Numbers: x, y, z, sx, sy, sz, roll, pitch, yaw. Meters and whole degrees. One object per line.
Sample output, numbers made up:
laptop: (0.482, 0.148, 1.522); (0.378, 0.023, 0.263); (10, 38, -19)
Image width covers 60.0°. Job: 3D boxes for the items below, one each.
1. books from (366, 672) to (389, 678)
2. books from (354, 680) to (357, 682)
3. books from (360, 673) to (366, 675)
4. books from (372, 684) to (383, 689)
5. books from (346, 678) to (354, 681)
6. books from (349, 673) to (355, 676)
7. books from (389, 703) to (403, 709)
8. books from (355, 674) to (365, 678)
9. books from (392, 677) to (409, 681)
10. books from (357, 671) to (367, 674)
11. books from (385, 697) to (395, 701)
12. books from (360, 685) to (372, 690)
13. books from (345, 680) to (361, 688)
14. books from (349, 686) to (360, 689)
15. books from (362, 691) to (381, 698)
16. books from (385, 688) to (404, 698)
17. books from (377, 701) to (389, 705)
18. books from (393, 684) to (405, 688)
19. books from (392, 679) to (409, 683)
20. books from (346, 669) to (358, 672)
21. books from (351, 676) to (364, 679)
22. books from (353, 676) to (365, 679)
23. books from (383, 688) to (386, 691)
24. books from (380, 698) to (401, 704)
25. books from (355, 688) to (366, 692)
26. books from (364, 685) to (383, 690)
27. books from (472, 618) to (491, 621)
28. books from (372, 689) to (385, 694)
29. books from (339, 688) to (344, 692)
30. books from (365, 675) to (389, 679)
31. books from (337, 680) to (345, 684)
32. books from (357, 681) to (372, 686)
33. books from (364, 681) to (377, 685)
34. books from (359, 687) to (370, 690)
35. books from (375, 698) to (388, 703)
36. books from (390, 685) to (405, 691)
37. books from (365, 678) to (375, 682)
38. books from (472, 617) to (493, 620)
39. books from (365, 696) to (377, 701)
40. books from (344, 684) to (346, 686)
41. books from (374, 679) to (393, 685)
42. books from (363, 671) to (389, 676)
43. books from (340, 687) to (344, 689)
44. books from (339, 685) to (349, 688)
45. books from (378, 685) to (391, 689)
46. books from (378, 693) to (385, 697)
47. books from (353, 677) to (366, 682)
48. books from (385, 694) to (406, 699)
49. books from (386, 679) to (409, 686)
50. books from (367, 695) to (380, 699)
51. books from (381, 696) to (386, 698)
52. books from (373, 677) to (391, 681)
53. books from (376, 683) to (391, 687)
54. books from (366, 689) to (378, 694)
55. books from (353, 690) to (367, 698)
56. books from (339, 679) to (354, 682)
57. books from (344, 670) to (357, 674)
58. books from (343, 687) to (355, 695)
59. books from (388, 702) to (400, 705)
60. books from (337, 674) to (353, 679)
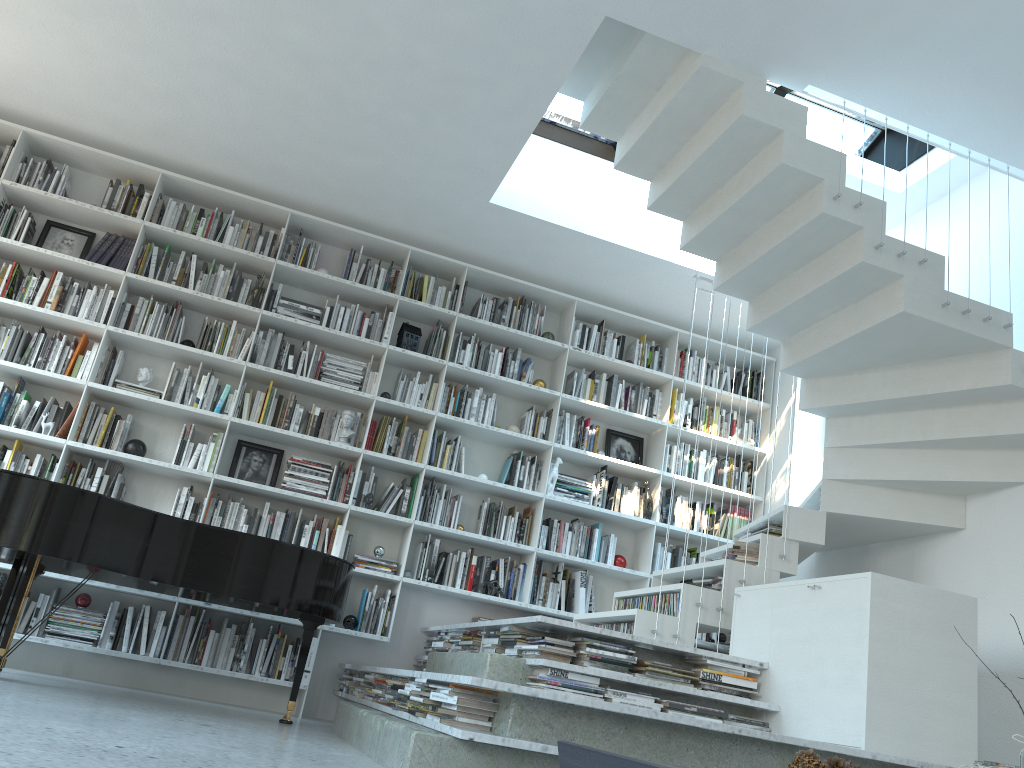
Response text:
books: (-0.643, 1.509, 4.567); (0.174, 0.011, 0.228); (16, -20, -15)
books: (-0.829, 1.725, 5.122); (0.143, 0.019, 0.231); (15, -20, -13)
books: (-0.738, 1.603, 4.850); (0.159, 0.006, 0.286); (15, -20, -12)
books: (-0.638, 1.561, 4.554); (0.140, 0.013, 0.181); (14, -20, -11)
books: (-0.919, 1.807, 5.389); (0.136, 0.013, 0.259); (16, -20, -16)
books: (-0.911, 1.782, 5.399); (0.133, 0.017, 0.232); (15, -20, -13)
books: (-0.462, 1.451, 3.965); (0.142, 0.012, 0.292); (14, -20, -10)
books: (-0.821, 1.698, 5.133); (0.135, 0.014, 0.298); (15, -20, -13)
books: (-0.443, 1.343, 4.002); (0.160, 0.008, 0.239); (15, -20, -13)
books: (-0.822, 1.682, 5.137); (0.137, 0.018, 0.201); (14, -20, -10)
books: (-0.460, 1.426, 3.973); (0.147, 0.008, 0.291); (17, -21, -18)
books: (-0.740, 1.663, 4.832); (0.147, 0.012, 0.207); (15, -20, -13)
books: (-0.860, 1.739, 5.107); (0.191, 0.028, 0.213); (14, -20, -10)
books: (-0.844, 1.763, 5.106); (0.148, 0.012, 0.206); (17, -21, -19)
books: (-0.658, 1.598, 4.536); (0.159, 0.012, 0.293); (17, -21, -17)
books: (-0.462, 1.399, 3.980); (0.161, 0.025, 0.244); (17, -21, -19)
books: (-0.554, 1.539, 4.248); (0.148, 0.008, 0.237); (16, -20, -15)
books: (-0.443, 1.371, 3.994); (0.150, 0.008, 0.218); (16, -20, -15)
books: (-0.441, 1.350, 4.001); (0.157, 0.007, 0.269); (15, -20, -14)
books: (-0.927, 1.752, 5.403); (0.157, 0.007, 0.269); (14, -20, -9)
books: (-0.837, 1.710, 5.124); (0.160, 0.009, 0.292); (15, -20, -12)
books: (-0.827, 1.706, 5.128); (0.126, 0.005, 0.291); (17, -21, -19)
books: (-0.540, 1.484, 4.269); (0.140, 0.013, 0.181); (15, -20, -13)
books: (-0.479, 1.429, 3.965); (0.189, 0.009, 0.291); (14, -20, -11)
books: (-0.755, 1.678, 4.822); (0.172, 0.014, 0.221); (15, -20, -13)
books: (-0.653, 1.569, 4.546); (0.159, 0.011, 0.246); (17, -21, -18)
books: (-0.081, 1.591, 5.876); (0.346, 0.007, 0.194); (16, -20, -16)
books: (-0.563, 1.491, 4.259); (0.182, 0.013, 0.288); (15, -20, -13)
books: (-0.944, 1.868, 5.364); (0.172, 0.015, 0.242); (15, -20, -14)
books: (-0.648, 1.521, 4.562); (0.171, 0.015, 0.253); (17, -21, -17)
books: (-0.947, 1.821, 5.376); (0.177, 0.012, 0.279); (17, -21, -18)
books: (-0.752, 1.644, 4.833); (0.171, 0.020, 0.194); (14, -20, -10)
books: (-0.654, 1.546, 4.553); (0.169, 0.009, 0.242); (17, -21, -18)
books: (-0.740, 1.672, 4.829); (0.149, 0.007, 0.301); (15, -20, -14)
books: (-0.567, 1.527, 4.247); (0.161, 0.008, 0.255); (14, -20, -9)
books: (-0.448, 1.382, 3.989); (0.142, 0.017, 0.240); (17, -21, -18)
books: (-0.658, 1.533, 4.555); (0.182, 0.016, 0.199); (14, -20, -9)
books: (-0.079, 1.584, 5.878); (0.346, 0.007, 0.194); (15, -20, -12)
books: (-0.657, 1.619, 4.530); (0.157, 0.014, 0.181); (17, -21, -17)
books: (-0.927, 1.841, 5.377); (0.122, 0.008, 0.291); (17, -21, -19)
books: (-0.555, 1.450, 4.274); (0.166, 0.014, 0.236); (17, -21, -19)
books: (-0.656, 1.498, 4.566); (0.193, 0.005, 0.225); (17, -21, -18)
books: (-0.943, 1.856, 5.367); (0.155, 0.009, 0.233); (17, -21, -19)
books: (-0.950, 1.844, 5.368); (0.179, 0.012, 0.262); (14, -20, -11)
books: (-0.546, 1.472, 4.270); (0.155, 0.009, 0.298); (15, -20, -13)
books: (-0.548, 1.508, 4.259); (0.130, 0.014, 0.250); (17, -21, -19)
books: (-0.752, 1.627, 4.838); (0.180, 0.015, 0.295); (16, -20, -16)
books: (-0.467, 1.415, 3.973); (0.177, 0.011, 0.221); (15, -20, -12)
books: (-0.456, 1.356, 3.994); (0.170, 0.014, 0.281); (17, -21, -17)
books: (-0.648, 1.611, 4.536); (0.140, 0.008, 0.284); (16, -20, -16)
books: (-0.543, 1.520, 4.257); (0.132, 0.009, 0.270); (15, -20, -13)
books: (-0.555, 1.437, 4.277); (0.179, 0.012, 0.250); (17, -21, -17)
books: (-0.549, 1.463, 4.272); (0.169, 0.009, 0.242); (15, -20, -14)
books: (-0.651, 1.588, 4.541); (0.165, 0.012, 0.205); (15, -20, -14)
books: (-0.764, 1.695, 4.814); (0.177, 0.026, 0.231); (14, -20, -11)
books: (-0.943, 1.812, 5.380); (0.188, 0.009, 0.211); (16, -20, -15)
books: (-0.922, 1.764, 5.401); (0.158, 0.014, 0.235); (16, -20, -16)
books: (-0.859, 1.779, 5.096); (0.189, 0.029, 0.238); (15, -20, -14)
books: (-0.461, 1.442, 3.968); (0.154, 0.007, 0.263); (15, -20, -12)
books: (-0.947, 1.787, 5.386); (0.191, 0.013, 0.244); (17, -21, -18)
